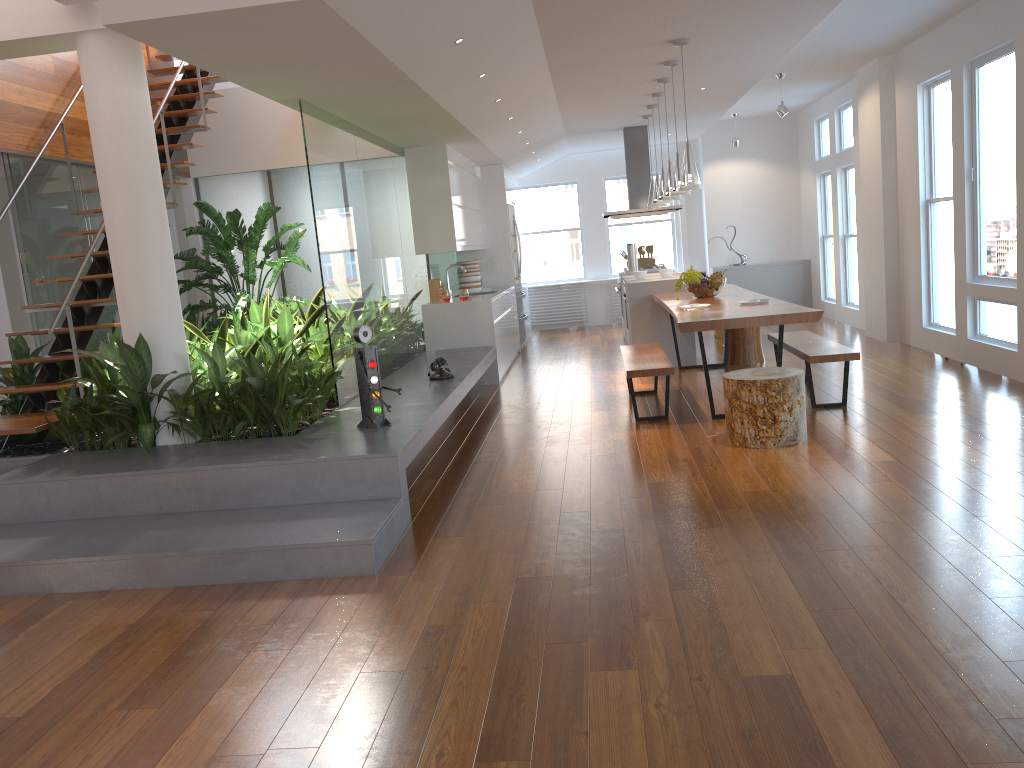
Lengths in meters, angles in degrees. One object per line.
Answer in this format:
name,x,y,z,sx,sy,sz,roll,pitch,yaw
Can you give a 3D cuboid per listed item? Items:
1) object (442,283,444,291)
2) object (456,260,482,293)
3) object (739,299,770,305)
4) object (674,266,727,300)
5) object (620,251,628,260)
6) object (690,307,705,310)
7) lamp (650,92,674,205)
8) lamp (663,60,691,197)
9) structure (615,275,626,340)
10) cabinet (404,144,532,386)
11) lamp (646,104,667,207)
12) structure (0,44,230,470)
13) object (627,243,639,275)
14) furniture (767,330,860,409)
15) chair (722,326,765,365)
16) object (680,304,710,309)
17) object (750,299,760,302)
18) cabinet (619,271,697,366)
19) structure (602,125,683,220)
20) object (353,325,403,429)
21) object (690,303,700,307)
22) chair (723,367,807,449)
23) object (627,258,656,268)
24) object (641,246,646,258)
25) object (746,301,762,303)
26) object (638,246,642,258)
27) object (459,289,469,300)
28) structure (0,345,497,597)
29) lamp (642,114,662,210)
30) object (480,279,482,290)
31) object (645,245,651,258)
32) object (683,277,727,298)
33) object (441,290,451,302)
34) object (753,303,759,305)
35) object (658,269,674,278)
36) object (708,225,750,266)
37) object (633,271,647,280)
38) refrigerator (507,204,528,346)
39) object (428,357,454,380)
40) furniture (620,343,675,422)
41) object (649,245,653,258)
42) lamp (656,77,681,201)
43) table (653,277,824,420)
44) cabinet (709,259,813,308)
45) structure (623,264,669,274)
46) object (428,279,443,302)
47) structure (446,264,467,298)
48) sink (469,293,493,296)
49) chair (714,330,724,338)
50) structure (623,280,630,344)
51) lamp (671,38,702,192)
object,-0.726,-0.958,9.160,0.100,0.170,0.173,-4,9,8
object,-0.495,-1.227,10.165,0.267,0.356,0.266,0,10,31
object,1.759,-0.593,6.427,0.222,0.020,0.222,-6,9,-2
object,1.592,-0.862,7.453,0.394,0.284,0.292,-10,10,-30
object,1.469,-1.558,11.187,0.199,0.259,0.016,-3,9,16
object,1.320,-0.541,6.387,0.149,0.014,0.044,-5,9,5
lamp,1.370,-2.194,8.144,0.160,1.060,0.160,0,10,33
lamp,1.242,-1.964,6.722,0.160,1.060,0.160,0,10,33
structure,1.604,-0.971,10.797,0.649,0.735,0.890,-5,9,6
cabinet,-0.354,-1.445,10.575,0.676,2.280,4.565,-5,9,6
lamp,1.435,-2.309,8.855,0.160,1.060,0.160,0,10,33
structure,-2.200,-1.858,6.857,2.552,4.265,4.591,-5,9,6
object,1.411,-1.451,10.282,0.172,0.356,0.120,-12,11,-35
furniture,2.183,-0.115,6.500,0.316,0.389,1.433,-5,9,6
chair,2.171,-0.430,8.359,0.396,0.455,0.402,-6,9,-4
object,1.345,-0.567,6.517,0.222,0.020,0.222,-14,12,-43
object,1.758,-0.599,6.426,0.070,0.030,0.079,-13,11,-40
cabinet,1.565,-0.805,9.903,0.597,0.832,2.936,-5,9,6
structure,1.482,-2.701,10.512,0.909,1.405,0.900,-5,9,6
object,-0.728,-0.039,4.777,0.318,0.565,0.134,2,12,42
object,1.345,-0.573,6.516,0.070,0.030,0.079,-11,10,-30
chair,1.494,0.133,5.241,0.460,0.400,0.460,-3,9,16
object,1.629,-1.508,11.172,0.353,0.157,0.084,-5,9,6
object,1.655,-1.587,11.147,0.057,0.299,0.019,-5,9,6
object,1.759,-0.588,6.428,0.124,0.011,0.124,-7,9,-12
object,1.623,-1.588,11.170,0.061,0.299,0.040,-5,9,4
object,-0.467,-0.865,8.577,0.094,0.106,0.094,-4,9,11
structure,-1.854,0.283,6.498,3.088,0.386,5.584,-5,9,6
lamp,1.499,-2.424,9.566,0.160,1.060,0.160,0,10,33
object,-0.486,-1.204,10.560,0.284,0.196,0.265,-13,12,-41
object,1.718,-1.592,11.143,0.068,0.298,0.039,-5,9,6
object,1.622,-0.799,7.446,0.360,0.159,0.360,-11,10,-30
object,-0.643,-0.858,8.641,0.094,0.106,0.094,-4,9,11
object,1.763,-0.578,6.321,0.158,0.017,0.019,-5,9,1
object,1.525,-1.090,8.763,0.152,0.082,0.152,-11,10,-33
object,3.009,-1.908,12.246,0.590,0.563,0.210,-9,9,-23
object,1.288,-1.090,8.911,0.152,0.082,0.152,3,12,45
refrigerator,-0.213,-1.356,11.332,0.725,1.772,0.908,-5,9,6
object,-0.540,-0.115,6.493,0.216,0.155,0.181,-10,10,-29
furniture,1.000,-0.021,6.622,0.316,0.389,1.433,-5,9,6
object,1.757,-1.597,11.157,0.057,0.294,0.030,-5,9,6
lamp,1.306,-2.079,7.433,0.160,1.060,0.160,0,10,33
table,1.778,-0.547,8.505,0.893,0.704,5.996,-5,9,6
cabinet,3.454,-1.311,12.347,1.309,0.725,0.420,-5,9,6
structure,1.606,-1.395,10.739,0.520,0.073,0.650,-5,9,6
object,-0.764,-0.943,8.914,0.104,0.222,0.200,-5,9,6
structure,-0.592,-1.040,9.640,0.248,0.536,0.115,-5,9,6
sink,-0.383,-0.857,9.622,0.449,0.192,0.666,-5,9,6
chair,2.574,-0.792,10.516,0.344,0.430,0.549,-4,9,10
structure,1.228,-0.770,9.427,0.072,0.648,0.644,-5,9,6
lamp,1.177,-1.850,6.011,0.160,1.060,0.160,0,10,33
